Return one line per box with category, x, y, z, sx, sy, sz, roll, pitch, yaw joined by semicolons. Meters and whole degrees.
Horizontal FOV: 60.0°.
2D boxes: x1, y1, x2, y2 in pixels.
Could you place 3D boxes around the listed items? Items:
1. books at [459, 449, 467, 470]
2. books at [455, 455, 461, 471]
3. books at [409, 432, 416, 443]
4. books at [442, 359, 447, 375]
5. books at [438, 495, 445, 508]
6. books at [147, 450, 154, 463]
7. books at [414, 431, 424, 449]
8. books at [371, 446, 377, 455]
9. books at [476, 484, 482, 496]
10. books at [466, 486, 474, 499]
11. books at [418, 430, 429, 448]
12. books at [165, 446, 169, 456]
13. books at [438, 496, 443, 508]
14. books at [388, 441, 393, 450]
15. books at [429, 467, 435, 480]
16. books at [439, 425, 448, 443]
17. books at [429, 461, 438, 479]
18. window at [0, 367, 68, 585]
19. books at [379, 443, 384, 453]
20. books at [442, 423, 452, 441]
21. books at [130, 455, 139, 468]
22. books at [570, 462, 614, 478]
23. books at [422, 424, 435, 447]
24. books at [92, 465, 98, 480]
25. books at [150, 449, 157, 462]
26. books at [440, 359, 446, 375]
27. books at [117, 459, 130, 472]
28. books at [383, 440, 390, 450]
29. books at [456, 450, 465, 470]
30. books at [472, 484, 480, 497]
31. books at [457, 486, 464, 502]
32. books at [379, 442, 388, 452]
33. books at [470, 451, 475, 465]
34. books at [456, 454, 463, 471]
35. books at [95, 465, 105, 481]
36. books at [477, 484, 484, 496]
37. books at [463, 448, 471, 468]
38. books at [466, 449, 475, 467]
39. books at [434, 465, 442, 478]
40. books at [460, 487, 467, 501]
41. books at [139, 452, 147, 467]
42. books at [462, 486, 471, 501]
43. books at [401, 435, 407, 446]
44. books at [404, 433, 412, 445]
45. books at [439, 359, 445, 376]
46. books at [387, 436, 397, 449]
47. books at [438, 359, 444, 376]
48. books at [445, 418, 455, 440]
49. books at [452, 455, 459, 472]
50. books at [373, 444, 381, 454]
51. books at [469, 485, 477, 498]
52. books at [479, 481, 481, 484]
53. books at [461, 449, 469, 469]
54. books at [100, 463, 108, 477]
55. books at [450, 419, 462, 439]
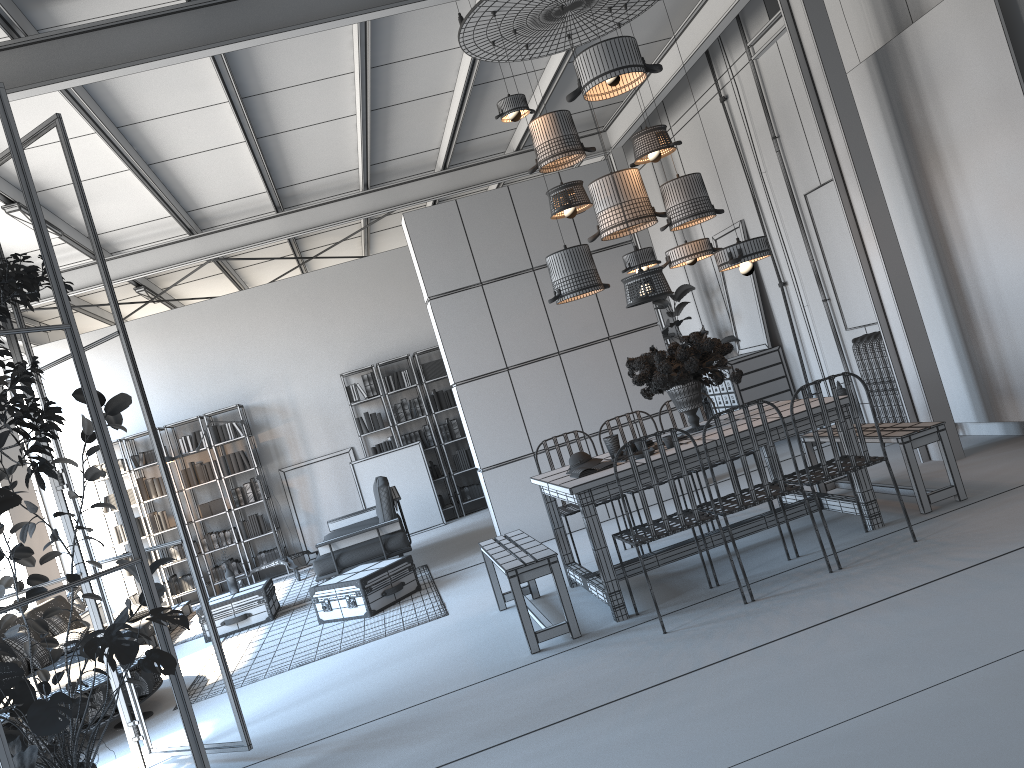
books;-0.665;1.011;11.872;0.027;0.278;0.202;-17;0;-10
books;-0.730;1.055;11.858;0.022;0.227;0.165;-17;0;-10
books;-1.317;0.776;11.878;0.062;0.265;0.193;-17;0;-10
books;-0.912;-0.227;11.869;0.016;0.240;0.182;-17;0;-10
books;-0.939;1.570;11.866;0.040;0.176;0.242;-17;0;-10
books;-4.585;0.930;11.318;0.040;0.174;0.240;-17;0;-10
books;-1.254;0.757;11.877;0.062;0.265;0.193;-17;0;-10
books;-1.814;0.943;11.731;0.053;0.229;0.162;-17;0;-12
books;-0.452;1.431;11.933;0.033;0.158;0.241;-17;0;-10
books;-0.564;1.455;11.913;0.040;0.176;0.242;-17;0;-10
books;-1.189;0.739;11.910;0.084;0.267;0.193;-17;0;-11
books;-4.451;0.884;11.328;0.047;0.182;0.270;-17;0;-10
books;-0.987;1.581;11.867;0.056;0.185;0.260;-17;0;-10
books;-1.615;0.878;11.789;0.030;0.241;0.194;-17;0;-23
books;-1.085;1.192;11.829;0.048;0.180;0.257;-17;0;-10
books;-0.933;0.671;11.936;0.057;0.244;0.178;-17;0;-10
books;-1.054;1.150;11.847;0.036;0.244;0.302;-17;0;-10
window;-5.480;1.245;6.936;0.070;3.834;9.755;-17;0;-10
books;-1.727;0.909;11.760;0.029;0.243;0.168;-17;-1;-25
books;-0.875;0.653;11.935;0.057;0.244;0.178;-17;0;-10
books;-4.772;0.987;11.285;0.067;0.174;0.240;-17;0;-11
books;0.484;0.508;5.333;0.249;0.041;0.202;-17;0;-12
books;-1.125;0.696;11.922;0.071;0.303;0.222;-17;0;-10
books;-5.214;1.119;11.182;0.037;0.209;0.284;-17;0;-10
books;-4.548;0.918;11.325;0.040;0.174;0.240;-17;0;-10
books;-0.927;-0.222;11.866;0.016;0.240;0.182;-17;0;-10
books;-4.919;1.039;11.226;0.062;0.195;0.266;-17;0;-10
books;-1.646;0.878;11.778;0.027;0.258;0.189;-17;0;-20
books;-0.691;1.018;11.867;0.027;0.278;0.202;-17;0;-10
books;-0.488;1.433;11.926;0.040;0.176;0.242;-17;0;-10
books;-0.704;1.475;11.904;0.033;0.223;0.275;-17;0;-10
books;-1.682;0.894;11.770;0.054;0.248;0.180;-17;0;-20
books;-0.524;0.982;11.895;0.025;0.254;0.184;-17;0;-10
books;-0.708;1.049;11.862;0.022;0.227;0.165;-17;0;-10
books;-5.162;1.117;11.183;0.062;0.205;0.272;-17;0;-10
books;-0.421;1.422;11.939;0.033;0.158;0.241;-17;0;-10
books;-0.614;0.995;11.881;0.027;0.278;0.202;-17;0;-10
books;-0.570;0.997;11.909;0.057;0.244;0.180;-17;0;-10
books;-0.996;1.166;11.850;0.061;0.177;0.246;-17;0;-10
books;-0.661;1.481;11.910;0.047;0.184;0.271;-17;0;-10
books;-4.686;0.957;11.286;0.089;0.183;0.269;-17;0;-8
books;-0.611;1.466;11.914;0.056;0.185;0.260;-17;0;-10
books;-1.437;0.813;11.846;0.062;0.265;0.193;-17;0;-10
books;-1.377;0.795;11.863;0.062;0.265;0.193;-17;0;-10
books;-0.941;-0.218;11.864;0.016;0.240;0.182;-17;0;-10
books;-1.576;0.839;11.803;0.048;0.299;0.243;-17;0;-20
books;-0.956;-0.213;11.861;0.016;0.240;0.182;-17;0;-10
books;-0.838;0.609;11.987;0.038;0.303;0.222;-17;0;-10
books;-0.750;1.062;11.854;0.022;0.227;0.165;-17;0;-10
books;-1.765;0.920;11.746;0.043;0.245;0.170;-17;0;-20
books;-0.526;1.445;11.920;0.040;0.176;0.242;-17;0;-10
books;-0.387;1.398;11.959;0.047;0.184;0.271;-17;0;-10
books;-0.639;1.003;11.876;0.027;0.278;0.202;-17;0;-10
books;-5.102;1.093;11.194;0.062;0.195;0.266;-17;0;-10
books;-0.768;0.609;11.963;0.091;0.265;0.193;-17;0;-10
